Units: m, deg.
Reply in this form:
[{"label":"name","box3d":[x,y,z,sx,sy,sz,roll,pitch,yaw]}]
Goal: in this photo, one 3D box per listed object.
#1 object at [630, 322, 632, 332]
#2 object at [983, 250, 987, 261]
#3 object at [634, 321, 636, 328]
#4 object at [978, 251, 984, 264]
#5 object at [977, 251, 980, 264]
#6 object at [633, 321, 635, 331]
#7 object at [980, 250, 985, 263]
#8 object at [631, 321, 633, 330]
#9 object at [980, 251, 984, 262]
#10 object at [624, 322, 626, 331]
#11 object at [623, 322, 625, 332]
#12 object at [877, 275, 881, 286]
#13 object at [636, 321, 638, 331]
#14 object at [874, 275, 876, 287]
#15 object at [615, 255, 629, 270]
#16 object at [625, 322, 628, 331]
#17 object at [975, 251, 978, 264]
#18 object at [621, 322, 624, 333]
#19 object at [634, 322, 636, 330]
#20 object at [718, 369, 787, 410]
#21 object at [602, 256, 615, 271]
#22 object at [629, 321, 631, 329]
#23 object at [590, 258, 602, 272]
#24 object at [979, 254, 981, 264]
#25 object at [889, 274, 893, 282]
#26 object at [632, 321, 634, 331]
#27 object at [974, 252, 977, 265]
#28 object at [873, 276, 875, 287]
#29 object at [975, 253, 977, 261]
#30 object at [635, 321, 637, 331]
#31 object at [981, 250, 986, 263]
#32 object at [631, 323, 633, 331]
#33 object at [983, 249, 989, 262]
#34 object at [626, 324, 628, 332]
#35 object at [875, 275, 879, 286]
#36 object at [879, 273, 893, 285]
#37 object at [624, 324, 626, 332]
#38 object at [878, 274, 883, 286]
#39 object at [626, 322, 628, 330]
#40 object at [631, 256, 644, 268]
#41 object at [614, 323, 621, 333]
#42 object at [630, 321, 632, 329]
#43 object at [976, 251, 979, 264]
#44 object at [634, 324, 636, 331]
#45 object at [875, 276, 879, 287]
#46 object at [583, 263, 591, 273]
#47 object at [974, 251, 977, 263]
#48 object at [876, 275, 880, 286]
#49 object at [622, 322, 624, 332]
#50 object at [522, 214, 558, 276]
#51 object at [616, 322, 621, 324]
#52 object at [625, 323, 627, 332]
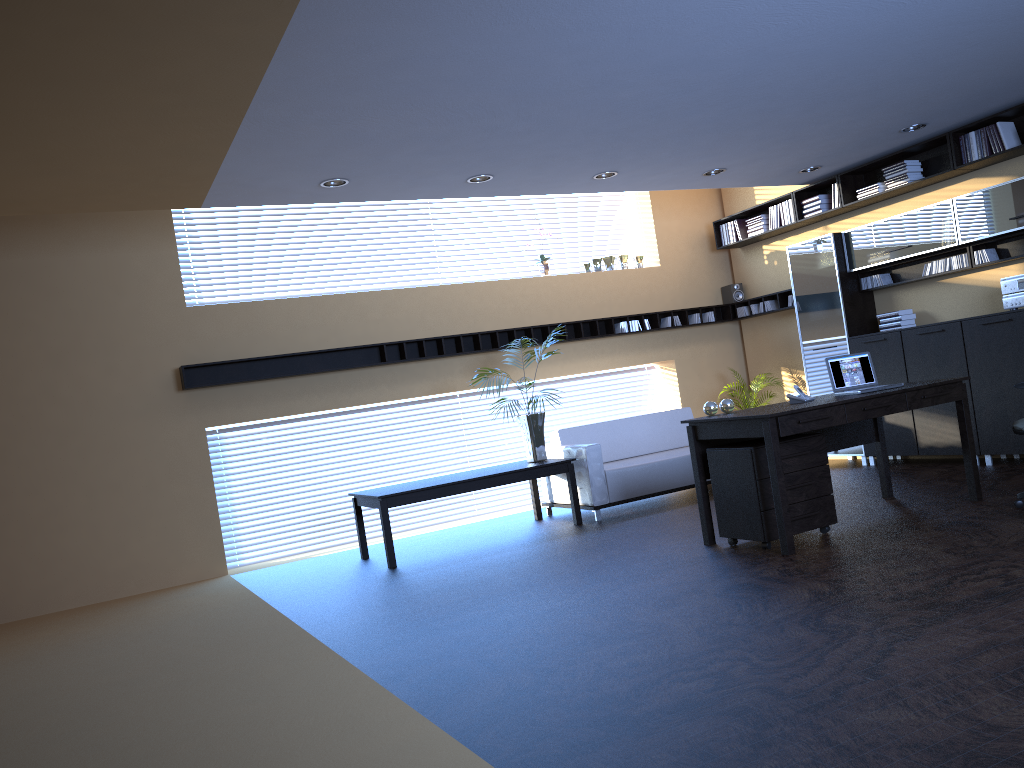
[{"label":"object","box3d":[1.339,-0.659,10.296,0.009,0.120,0.142,-9,0,-27]},{"label":"object","box3d":[4.257,-1.145,7.893,0.140,0.117,0.026,-9,0,-26]},{"label":"object","box3d":[1.396,-0.667,10.320,0.006,0.118,0.140,-9,0,-27]},{"label":"object","box3d":[4.235,-1.141,7.940,0.142,0.120,0.009,-9,0,-27]},{"label":"object","box3d":[4.230,-1.140,7.948,0.142,0.120,0.009,-9,0,-26]},{"label":"object","box3d":[1.379,-0.665,10.309,0.009,0.120,0.142,-9,0,-26]},{"label":"object","box3d":[4.247,-1.143,7.911,0.142,0.120,0.030,-9,0,-26]},{"label":"object","box3d":[1.357,-0.661,10.306,0.006,0.118,0.140,-9,0,-27]},{"label":"object","box3d":[4.245,-1.142,7.921,0.140,0.117,0.026,-9,0,-26]},{"label":"object","box3d":[1.272,-0.649,10.261,0.006,0.118,0.140,-9,0,-26]},{"label":"object","box3d":[1.255,-0.647,10.251,0.009,0.120,0.142,-9,0,-26]},{"label":"object","box3d":[3.749,-1.050,8.933,0.142,0.120,0.030,-9,0,-26]},{"label":"object","box3d":[1.414,-0.670,10.329,0.009,0.120,0.142,-9,0,-27]},{"label":"object","box3d":[3.722,-1.045,8.977,0.142,0.120,0.009,-9,0,-26]},{"label":"object","box3d":[1.311,-1.436,10.544,0.144,0.173,0.137,-9,0,-36]},{"label":"object","box3d":[1.289,-0.652,10.273,0.009,0.120,0.142,-9,0,-27]},{"label":"object","box3d":[4.218,-1.138,7.965,0.140,0.118,0.006,-9,0,-27]},{"label":"object","box3d":[1.237,-0.644,10.242,0.009,0.120,0.142,-9,0,-26]},{"label":"object","box3d":[1.395,-0.667,10.322,0.009,0.120,0.142,-9,0,-27]},{"label":"object","box3d":[2.845,0.358,10.369,0.841,1.241,0.688,-9,0,7]},{"label":"object","box3d":[1.151,-1.413,10.468,0.137,0.173,0.144,-9,0,24]},{"label":"object","box3d":[1.330,-0.658,10.292,0.009,0.120,0.142,-9,0,-27]},{"label":"object","box3d":[0.994,-1.384,10.385,0.133,0.160,0.126,-9,0,-6]},{"label":"object","box3d":[4.233,-1.141,7.938,0.140,0.118,0.006,-9,0,-26]},{"label":"object","box3d":[3.763,-1.051,8.911,0.140,0.116,0.036,-9,0,-26]},{"label":"object","box3d":[1.369,-0.663,10.306,0.009,0.120,0.142,-9,0,-27]},{"label":"object","box3d":[4.212,-1.137,7.973,0.140,0.118,0.006,-9,0,-26]},{"label":"object","box3d":[3.718,-1.044,8.986,0.140,0.118,0.006,-9,0,-26]},{"label":"object","box3d":[4.220,-1.138,7.966,0.142,0.120,0.009,-9,0,-26]},{"label":"object","box3d":[1.404,-0.668,10.326,0.009,0.120,0.142,-9,0,-27]},{"label":"object","box3d":[4.252,-1.144,7.902,0.142,0.120,0.030,-9,0,-26]},{"label":"object","box3d":[1.355,-0.661,10.309,0.009,0.120,0.142,-9,0,-27]},{"label":"object","box3d":[4.260,-1.145,7.894,0.142,0.120,0.030,-9,0,-26]},{"label":"object","box3d":[1.290,-0.652,10.272,0.006,0.118,0.140,-9,0,-27]},{"label":"object","box3d":[3.736,-1.047,8.949,0.140,0.117,0.026,-9,0,-26]},{"label":"object","box3d":[3.758,-1.050,8.909,0.142,0.118,0.040,-9,0,-27]},{"label":"object","box3d":[1.264,-0.648,10.256,0.009,0.120,0.142,-9,0,-26]},{"label":"object","box3d":[3.748,-1.050,8.921,0.142,0.120,0.030,-9,0,-26]},{"label":"object","box3d":[1.298,-0.653,10.277,0.006,0.118,0.140,-9,0,-27]},{"label":"object","box3d":[1.514,-1.453,10.645,0.124,0.149,0.118,-9,0,-26]},{"label":"object","box3d":[1.215,-0.640,10.233,0.040,0.118,0.142,-9,0,-27]},{"label":"object","box3d":[1.347,-0.660,10.304,0.006,0.118,0.140,-9,0,-26]},{"label":"object","box3d":[4.221,-1.138,7.955,0.142,0.120,0.009,-9,0,-26]},{"label":"object","box3d":[1.387,-0.666,10.315,0.006,0.118,0.140,-9,0,-27]},{"label":"object","box3d":[3.730,-1.047,8.970,0.142,0.120,0.009,-9,0,-26]},{"label":"object","box3d":[0.882,-1.344,10.328,0.090,0.113,0.094,-9,0,9]},{"label":"object","box3d":[4.215,-1.137,7.975,0.142,0.120,0.009,-9,0,-26]},{"label":"object","box3d":[3.742,-1.048,8.941,0.142,0.120,0.030,-9,0,-27]},{"label":"object","box3d":[1.246,-0.645,10.246,0.009,0.120,0.142,-9,0,-26]},{"label":"object","box3d":[0.359,-1.563,10.090,0.352,0.695,0.436,-8,0,43]},{"label":"object","box3d":[1.214,-0.639,10.236,0.041,0.122,0.142,-9,0,-27]},{"label":"object","box3d":[1.279,-0.650,10.272,0.009,0.120,0.142,-9,0,-27]}]
